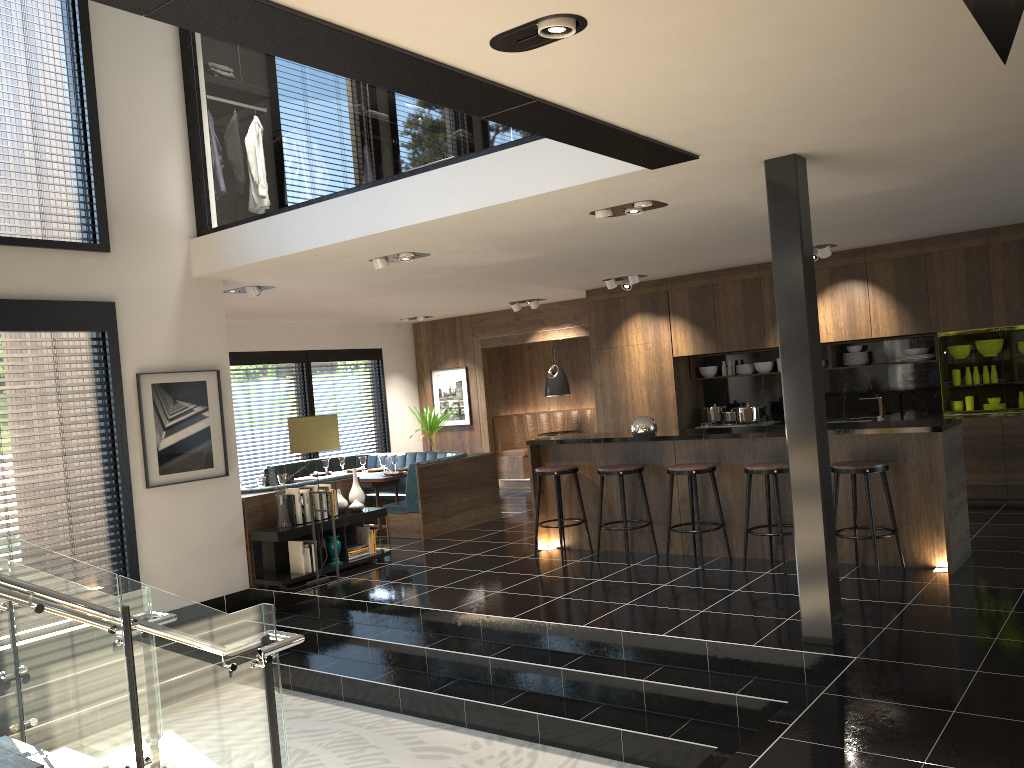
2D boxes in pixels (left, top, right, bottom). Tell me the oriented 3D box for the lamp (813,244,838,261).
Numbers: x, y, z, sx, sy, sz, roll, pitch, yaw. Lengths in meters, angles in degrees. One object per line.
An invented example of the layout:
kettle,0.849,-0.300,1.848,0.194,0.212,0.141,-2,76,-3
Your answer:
lamp,3.034,-1.390,9.018,0.502,0.280,0.349,-5,0,37

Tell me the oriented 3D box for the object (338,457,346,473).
object,-2.089,0.999,10.919,0.098,0.192,0.098,-4,1,35

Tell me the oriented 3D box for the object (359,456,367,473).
object,-1.793,0.974,10.700,0.098,0.192,0.098,-4,1,35

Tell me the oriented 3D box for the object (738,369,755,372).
object,2.835,-0.152,10.762,0.220,0.033,0.220,-5,0,34

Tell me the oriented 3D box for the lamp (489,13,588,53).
lamp,0.078,-1.185,2.856,0.346,0.158,0.195,-5,0,37

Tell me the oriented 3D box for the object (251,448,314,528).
object,-2.010,0.883,7.759,0.607,0.744,0.406,-5,1,-3

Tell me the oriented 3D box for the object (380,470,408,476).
object,-1.328,1.006,10.109,0.269,0.051,0.324,-5,0,40

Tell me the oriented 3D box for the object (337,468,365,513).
object,-1.548,1.019,8.490,0.319,0.398,0.316,-5,0,13

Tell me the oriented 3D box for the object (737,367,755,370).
object,2.833,-0.175,10.762,0.220,0.033,0.220,-5,0,34

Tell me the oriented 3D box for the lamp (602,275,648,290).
lamp,1.314,-1.237,10.316,0.502,0.294,0.349,-5,0,37

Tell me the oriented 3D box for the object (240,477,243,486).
object,-2.797,1.058,9.080,0.098,0.192,0.098,-4,1,35

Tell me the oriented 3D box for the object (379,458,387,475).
object,-1.472,0.947,10.194,0.098,0.192,0.098,-4,1,35

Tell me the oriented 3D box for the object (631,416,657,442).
object,1.150,0.388,7.723,0.227,0.228,0.227,-5,0,-2

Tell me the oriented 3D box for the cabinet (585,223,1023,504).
cabinet,4.060,-0.112,9.655,6.896,2.690,0.869,-5,1,37

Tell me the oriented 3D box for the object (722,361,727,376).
object,2.616,-0.191,10.933,0.060,0.185,0.060,-5,1,-22

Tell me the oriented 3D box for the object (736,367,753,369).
object,2.832,-0.185,10.762,0.220,0.033,0.220,-5,0,34

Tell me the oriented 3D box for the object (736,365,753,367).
object,2.831,-0.208,10.761,0.220,0.033,0.220,-5,0,34

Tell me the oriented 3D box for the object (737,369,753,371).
object,2.834,-0.162,10.762,0.220,0.033,0.220,-5,0,34

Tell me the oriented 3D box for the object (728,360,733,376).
object,2.677,-0.196,10.888,0.060,0.185,0.060,-5,1,6

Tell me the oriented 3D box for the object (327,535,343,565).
object,-1.623,1.516,8.108,0.125,0.258,0.124,-4,1,32

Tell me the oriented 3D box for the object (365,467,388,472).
object,-1.656,1.034,10.770,0.325,0.051,0.269,-5,0,40

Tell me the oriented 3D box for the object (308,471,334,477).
object,-2.348,1.092,10.842,0.269,0.051,0.324,-5,0,40

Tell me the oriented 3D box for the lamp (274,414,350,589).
lamp,-1.749,1.006,7.611,0.637,1.445,0.437,-5,1,-28

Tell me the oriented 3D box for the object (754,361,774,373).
object,3.024,-0.193,10.628,0.234,0.138,0.234,-5,0,-33

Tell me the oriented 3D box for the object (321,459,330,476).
object,-2.247,1.012,10.723,0.098,0.192,0.098,-4,1,35

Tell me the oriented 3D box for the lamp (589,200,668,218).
lamp,0.786,-1.243,6.019,0.502,0.195,0.349,-5,0,37

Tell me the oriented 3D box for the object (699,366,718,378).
object,2.455,-0.147,11.058,0.234,0.138,0.234,-5,0,40

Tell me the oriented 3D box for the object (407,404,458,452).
object,-1.136,0.978,13.542,0.818,1.382,0.955,-5,1,-5

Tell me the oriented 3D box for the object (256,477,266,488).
object,-2.501,1.033,8.862,0.098,0.192,0.098,-4,1,35

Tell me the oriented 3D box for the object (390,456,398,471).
object,-1.370,0.938,10.376,0.098,0.192,0.098,-4,1,35

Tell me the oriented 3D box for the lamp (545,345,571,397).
lamp,0.637,-0.309,13.046,0.389,0.974,0.389,-5,1,-10

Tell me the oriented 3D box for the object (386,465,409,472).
object,-1.331,1.006,10.535,0.325,0.051,0.269,-5,0,40

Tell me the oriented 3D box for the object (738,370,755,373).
object,2.836,-0.140,10.762,0.220,0.033,0.220,-5,0,34

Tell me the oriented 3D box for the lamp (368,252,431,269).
lamp,-0.933,-1.080,7.317,0.502,0.231,0.349,-5,0,37

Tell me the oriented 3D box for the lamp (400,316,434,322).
lamp,-1.448,-1.044,13.433,0.502,0.213,0.349,-5,0,37

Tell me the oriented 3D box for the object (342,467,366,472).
object,-1.952,1.059,10.992,0.325,0.051,0.269,-5,0,40

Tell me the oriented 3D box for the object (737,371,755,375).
object,2.837,-0.127,10.762,0.220,0.033,0.220,-5,0,34

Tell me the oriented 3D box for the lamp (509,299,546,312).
lamp,0.207,-1.151,12.187,0.502,0.280,0.349,-5,0,37

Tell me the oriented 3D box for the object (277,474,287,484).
object,-2.342,1.020,9.057,0.098,0.192,0.098,-4,1,35

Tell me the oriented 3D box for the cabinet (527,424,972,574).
cabinet,1.811,0.931,7.502,3.566,0.994,0.698,-5,0,37

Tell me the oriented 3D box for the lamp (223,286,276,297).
lamp,-2.534,-0.936,8.525,0.502,0.248,0.349,-5,0,37
